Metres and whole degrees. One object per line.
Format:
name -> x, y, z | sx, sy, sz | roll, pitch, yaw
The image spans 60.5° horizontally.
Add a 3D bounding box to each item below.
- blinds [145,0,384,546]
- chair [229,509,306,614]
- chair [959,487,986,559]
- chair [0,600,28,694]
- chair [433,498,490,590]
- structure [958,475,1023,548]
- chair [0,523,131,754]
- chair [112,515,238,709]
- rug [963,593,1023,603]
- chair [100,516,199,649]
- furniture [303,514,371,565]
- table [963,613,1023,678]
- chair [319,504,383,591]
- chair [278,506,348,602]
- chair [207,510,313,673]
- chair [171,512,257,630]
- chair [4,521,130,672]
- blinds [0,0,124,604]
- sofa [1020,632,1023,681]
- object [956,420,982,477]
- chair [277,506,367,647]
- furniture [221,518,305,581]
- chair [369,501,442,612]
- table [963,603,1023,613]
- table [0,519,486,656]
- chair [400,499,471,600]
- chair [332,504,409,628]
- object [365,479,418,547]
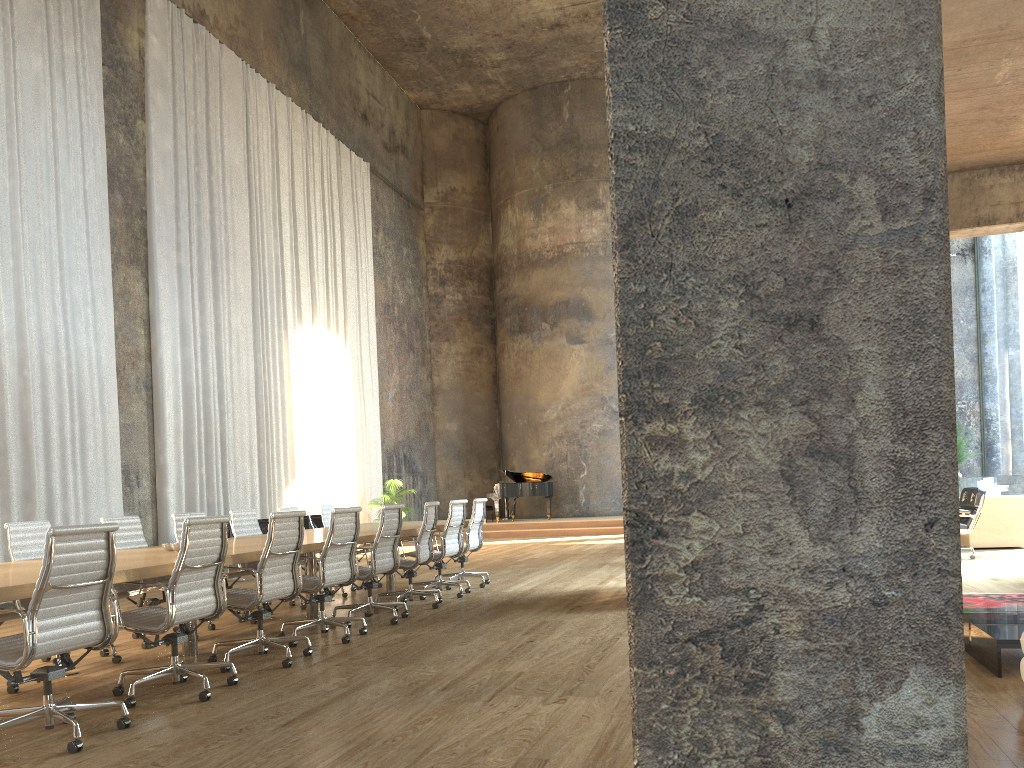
blinds -> -4.100, -1.126, 16.385 | 0.275, 8.629, 7.842 | -2, -3, 16
chair -> -2.422, 1.760, 8.823 | 0.700, 1.024, 0.665 | -3, -2, 21
chair -> 5.483, 1.763, 11.096 | 0.821, 0.891, 0.732 | -3, -2, 10
chair -> -3.354, 1.381, 5.377 | 0.701, 1.024, 0.665 | -3, -2, 24
chair -> -0.618, 1.856, 10.248 | 0.700, 1.024, 0.665 | -3, -2, 21
structure -> 6.776, 1.809, 12.434 | 0.736, 1.013, 0.744 | -3, -2, 15
chair -> -2.247, 1.186, 4.162 | 0.700, 1.024, 0.665 | -3, -2, 21
chair -> -1.994, 1.286, 5.076 | 0.700, 1.024, 0.666 | -3, -2, 19
rug -> 3.667, 1.808, 7.219 | 2.467, 0.009, 1.350 | -4, -7, 15
chair -> -2.892, 1.572, 7.106 | 0.700, 1.024, 0.665 | -3, -2, 21
furniture -> -3.104, 2.684, 15.428 | 0.709, 0.839, 1.877 | -3, -6, 15
table -> 3.081, 1.476, 5.054 | 0.791, 0.202, 1.114 | -4, -7, 15
chair -> 0.791, 1.749, 9.811 | 12.975, 1.029, 31.604 | -4, -7, 15
chair -> -2.181, 1.858, 9.708 | 0.700, 1.024, 0.666 | -3, -2, 19
chair -> -1.754, 1.383, 5.962 | 0.700, 1.024, 0.665 | -3, -2, 21
chair -> -2.657, 1.665, 7.955 | 0.701, 1.024, 0.665 | -3, -2, 24
chair -> -3.128, 1.472, 6.203 | 0.700, 1.024, 0.666 | -3, -2, 15
blinds -> -6.385, -2.043, 8.046 | 0.275, 8.629, 7.842 | -2, -3, 16
sofa -> 3.482, 1.102, 4.278 | 2.068, 0.719, 2.938 | -4, -7, 15
object -> 6.738, 1.019, 13.551 | 0.860, 0.939, 0.689 | -3, -2, 18
chair -> -1.519, 1.479, 6.830 | 0.701, 1.024, 0.665 | -3, -2, 24
furniture -> -3.735, 2.430, 13.125 | 0.709, 0.839, 1.877 | -3, -6, 15
chair -> -1.031, 1.670, 8.577 | 0.700, 1.024, 0.666 | -3, -2, 15
table -> 3.178, 1.494, 5.409 | 0.861, 0.246, 0.371 | -4, -5, 15
table -> -2.099, 1.712, 7.471 | 1.604, 0.756, 7.739 | -4, -7, 15
chair -> -0.813, 1.762, 9.405 | 0.701, 1.024, 0.665 | -3, -2, 24
chair -> -1.283, 1.572, 7.679 | 0.700, 1.024, 0.665 | -3, -2, 21
object -> -2.529, 2.780, 18.921 | 1.092, 1.454, 1.132 | -3, -2, 6
